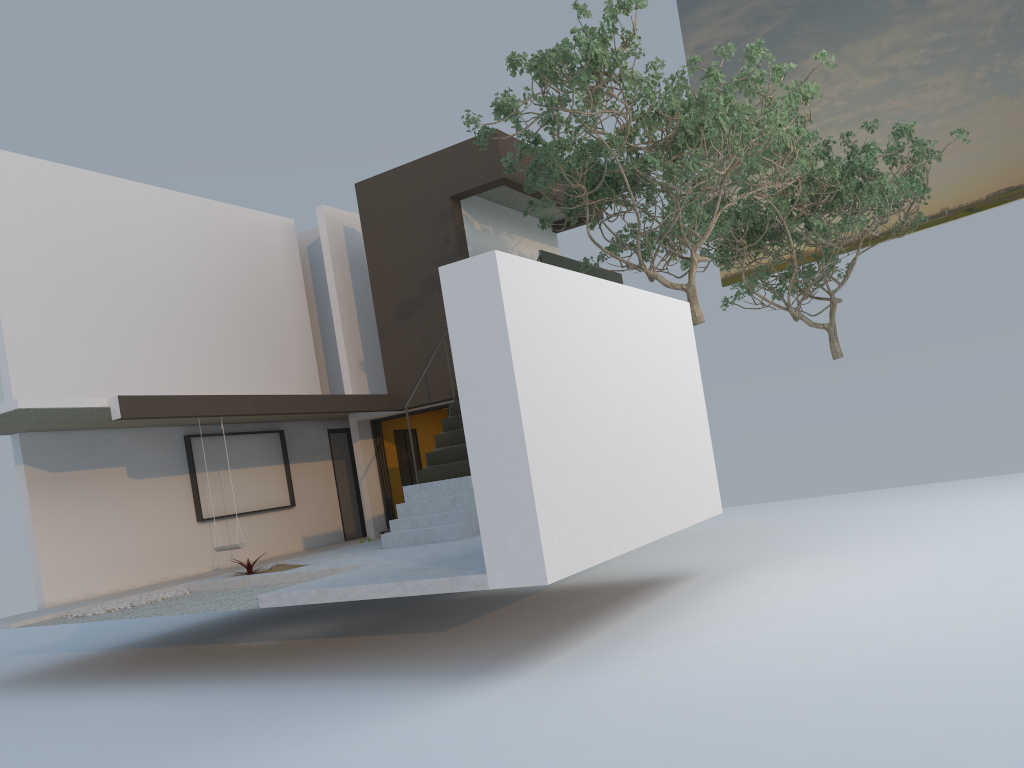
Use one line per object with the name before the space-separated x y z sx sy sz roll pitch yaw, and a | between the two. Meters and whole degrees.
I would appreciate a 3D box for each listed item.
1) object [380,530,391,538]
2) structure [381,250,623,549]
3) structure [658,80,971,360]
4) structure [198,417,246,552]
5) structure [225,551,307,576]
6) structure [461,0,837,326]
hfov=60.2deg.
object | -1.869 2.509 15.050 0.708 0.100 0.348 -12 -6 30
structure | 0.195 0.024 13.541 1.166 3.941 6.522 -9 -4 29
structure | 5.777 -2.778 17.098 5.523 4.697 7.306 -10 -4 9
structure | -3.832 1.254 11.567 0.465 1.866 0.128 -9 0 30
structure | -2.937 2.146 10.421 1.212 0.291 0.743 -12 -6 30
structure | 2.034 -2.594 11.689 4.346 3.696 5.749 -10 -4 9
